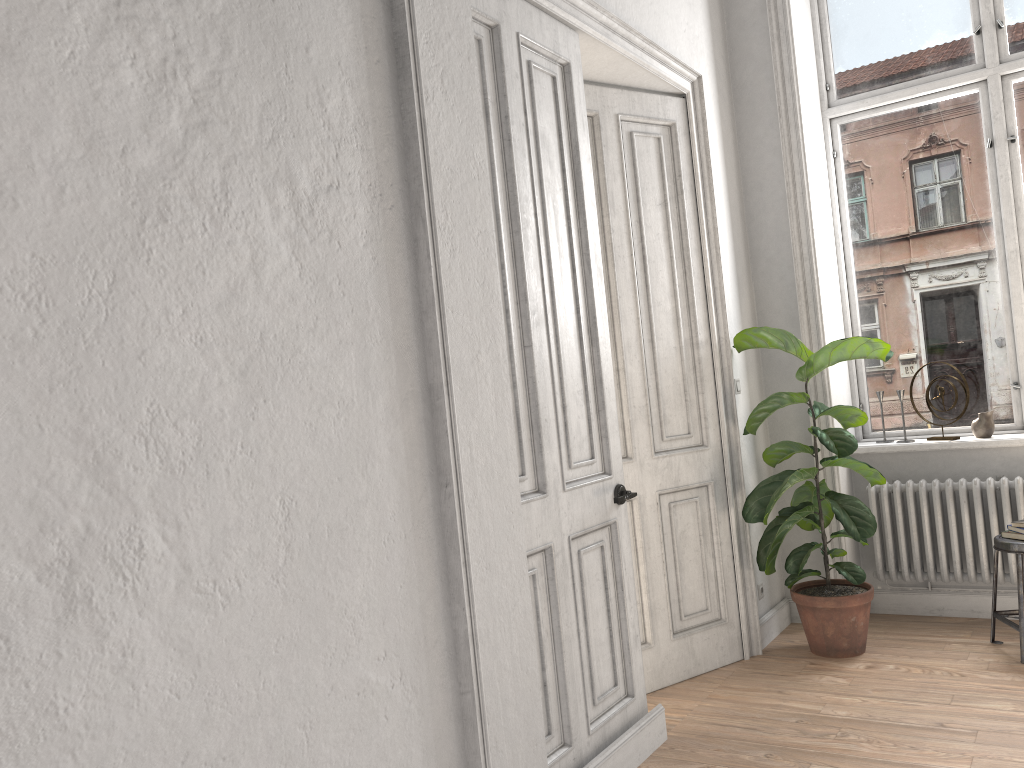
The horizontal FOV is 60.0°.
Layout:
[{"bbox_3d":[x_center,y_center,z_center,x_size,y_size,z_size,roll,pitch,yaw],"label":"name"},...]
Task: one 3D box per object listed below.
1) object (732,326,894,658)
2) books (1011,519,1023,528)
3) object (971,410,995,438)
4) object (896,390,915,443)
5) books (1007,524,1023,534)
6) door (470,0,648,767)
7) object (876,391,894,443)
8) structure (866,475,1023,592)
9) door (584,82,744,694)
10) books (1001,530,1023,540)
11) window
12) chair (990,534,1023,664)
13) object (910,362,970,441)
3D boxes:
[{"bbox_3d":[3.492,0.171,2.802,5.830,1.842,0.791,-7,-1,38],"label":"object"},{"bbox_3d":[2.447,0.638,4.101,0.221,0.027,0.147,-5,-1,-25],"label":"books"},{"bbox_3d":[2.488,0.213,4.685,0.100,0.142,0.102,-6,-1,8],"label":"object"},{"bbox_3d":[2.153,0.178,4.882,0.095,0.289,0.095,-5,-1,-34],"label":"object"},{"bbox_3d":[2.448,0.660,4.101,0.232,0.029,0.163,-6,-1,4],"label":"books"},{"bbox_3d":[0.082,0.031,3.064,0.216,2.814,1.096,-6,-1,35],"label":"door"},{"bbox_3d":[2.087,0.186,4.994,0.095,0.289,0.095,-6,-1,-25],"label":"object"},{"bbox_3d":[3.910,-1.181,3.423,5.184,4.473,0.340,-6,-1,33],"label":"structure"},{"bbox_3d":[0.578,0.000,4.128,1.096,2.814,0.216,-5,-1,-32],"label":"door"},{"bbox_3d":[2.439,0.687,4.105,0.246,0.034,0.194,-5,-1,-17],"label":"books"},{"bbox_3d":[2.629,-1.205,4.744,1.623,2.843,0.013,-6,-1,33],"label":"window"},{"bbox_3d":[2.434,0.964,4.084,0.364,0.522,0.360,-6,-1,7],"label":"chair"},{"bbox_3d":[2.315,0.091,4.795,0.087,0.425,0.347,-6,-1,-24],"label":"object"}]
